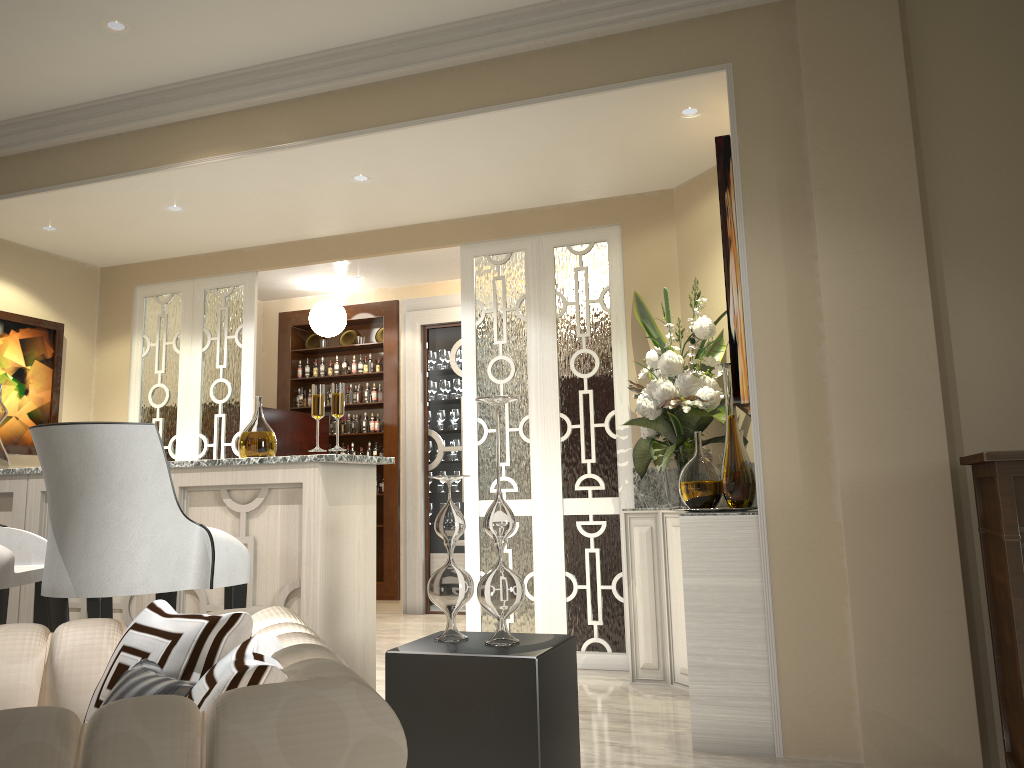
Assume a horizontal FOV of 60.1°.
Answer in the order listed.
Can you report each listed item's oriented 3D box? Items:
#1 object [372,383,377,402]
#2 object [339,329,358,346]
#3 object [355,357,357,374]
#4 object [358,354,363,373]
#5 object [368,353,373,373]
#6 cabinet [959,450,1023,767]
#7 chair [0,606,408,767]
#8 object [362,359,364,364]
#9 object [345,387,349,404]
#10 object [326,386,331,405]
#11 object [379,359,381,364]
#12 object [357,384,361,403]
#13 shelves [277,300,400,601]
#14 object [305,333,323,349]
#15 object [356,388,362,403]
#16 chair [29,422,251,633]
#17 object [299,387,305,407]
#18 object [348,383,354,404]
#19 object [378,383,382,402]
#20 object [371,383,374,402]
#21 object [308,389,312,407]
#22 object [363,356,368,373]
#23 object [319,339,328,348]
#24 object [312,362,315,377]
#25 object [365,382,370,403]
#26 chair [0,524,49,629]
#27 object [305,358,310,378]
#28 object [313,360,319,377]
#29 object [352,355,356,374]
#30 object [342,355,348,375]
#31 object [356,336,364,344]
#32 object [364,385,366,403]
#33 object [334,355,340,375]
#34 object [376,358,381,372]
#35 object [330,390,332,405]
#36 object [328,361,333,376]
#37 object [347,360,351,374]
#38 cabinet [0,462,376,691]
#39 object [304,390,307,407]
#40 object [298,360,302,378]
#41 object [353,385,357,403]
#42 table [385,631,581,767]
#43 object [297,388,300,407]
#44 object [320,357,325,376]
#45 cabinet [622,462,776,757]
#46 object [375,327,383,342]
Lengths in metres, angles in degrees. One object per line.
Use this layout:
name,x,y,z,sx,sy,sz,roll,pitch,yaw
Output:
object,-0.927,0.061,6.067,0.031,0.138,0.072,-10,-13,42
object,-1.167,-0.325,6.321,0.150,0.143,0.058,-4,-10,18
object,-1.105,-0.124,6.218,0.031,0.138,0.032,-5,-10,20
object,-1.059,-0.133,6.203,0.036,0.149,0.037,-5,-11,21
object,-0.986,-0.139,6.166,0.036,0.149,0.037,-5,-10,19
cabinet,1.534,0.552,1.989,0.823,0.820,0.424,-5,-10,19
chair,-0.529,0.629,1.150,0.733,0.556,0.843,2,-9,-20
object,-1.057,-0.114,6.254,0.042,0.125,0.043,-5,-10,18
object,-1.147,0.084,6.184,0.037,0.133,0.038,-6,-11,22
object,-1.277,0.083,6.192,0.042,0.143,0.043,-5,-10,21
object,-0.933,-0.116,6.223,0.031,0.115,0.032,-5,-10,17
object,-1.058,0.071,6.121,0.031,0.138,0.032,-5,-11,21
shelves,-0.216,0.384,5.793,2.995,2.007,0.182,-4,-10,19
object,-1.432,-0.307,6.414,0.150,0.143,0.058,-5,-10,21
object,-1.065,0.076,6.178,0.042,0.143,0.043,-5,-10,21
chair,-0.965,0.590,2.257,0.456,0.960,0.539,-8,-11,34
object,-1.482,0.096,6.249,0.042,0.143,0.043,-6,-11,23
object,-1.116,0.070,6.143,0.036,0.149,0.037,-6,-11,23
object,-0.906,0.062,6.075,0.031,0.138,0.032,-4,-10,16
object,-0.952,0.066,6.118,0.042,0.143,0.043,-5,-10,21
object,-1.436,0.103,6.294,0.031,0.138,0.032,-4,-10,16
object,-1.021,-0.127,6.189,0.037,0.133,0.038,-6,-11,23
object,-1.339,-0.280,6.286,0.061,0.064,0.061,2,-9,-19
object,-1.413,-0.095,6.337,0.042,0.125,0.043,-5,-10,18
object,-0.993,0.060,6.085,0.036,0.149,0.037,-6,-11,23
chair,-1.584,0.634,2.477,0.541,0.960,0.453,-1,-9,-5
object,-1.454,-0.110,6.299,0.036,0.149,0.037,-5,-10,20
object,-1.389,-0.107,6.276,0.037,0.133,0.038,-5,-10,19
object,-1.097,-0.132,6.153,0.031,0.138,0.032,-4,-10,15
object,-1.166,-0.129,6.187,0.042,0.143,0.043,-4,-10,16
object,-1.062,-0.299,6.189,0.061,0.064,0.061,4,-10,-31
object,-1.012,0.076,6.146,0.037,0.133,0.038,-6,-11,22
object,-1.227,-0.127,6.210,0.036,0.149,0.037,-5,-10,19
object,-0.928,-0.125,6.156,0.032,0.116,0.034,-4,-10,16
object,-1.247,0.075,6.157,0.036,0.149,0.037,-4,-10,14
object,-1.278,-0.107,6.228,0.032,0.116,0.034,-4,-10,14
object,-1.161,-0.110,6.268,0.042,0.125,0.043,-5,-10,18
cabinet,-1.560,0.746,3.069,2.255,0.862,0.348,-4,-10,19
object,-1.479,0.110,6.323,0.037,0.133,0.038,-6,-11,22
object,-1.512,-0.102,6.314,0.031,0.138,0.032,-5,-10,19
object,-1.095,0.078,6.214,0.036,0.149,0.037,-4,-10,14
table,-0.066,0.830,2.205,0.392,0.362,0.328,-4,-9,19
object,-1.518,0.102,6.315,0.036,0.149,0.037,-5,-11,21
object,-1.338,-0.119,6.254,0.036,0.149,0.037,-5,-10,19
cabinet,0.731,0.702,3.154,0.511,0.847,1.220,-1,-8,-4
object,-0.894,-0.344,6.225,0.150,0.143,0.058,-4,-10,18
